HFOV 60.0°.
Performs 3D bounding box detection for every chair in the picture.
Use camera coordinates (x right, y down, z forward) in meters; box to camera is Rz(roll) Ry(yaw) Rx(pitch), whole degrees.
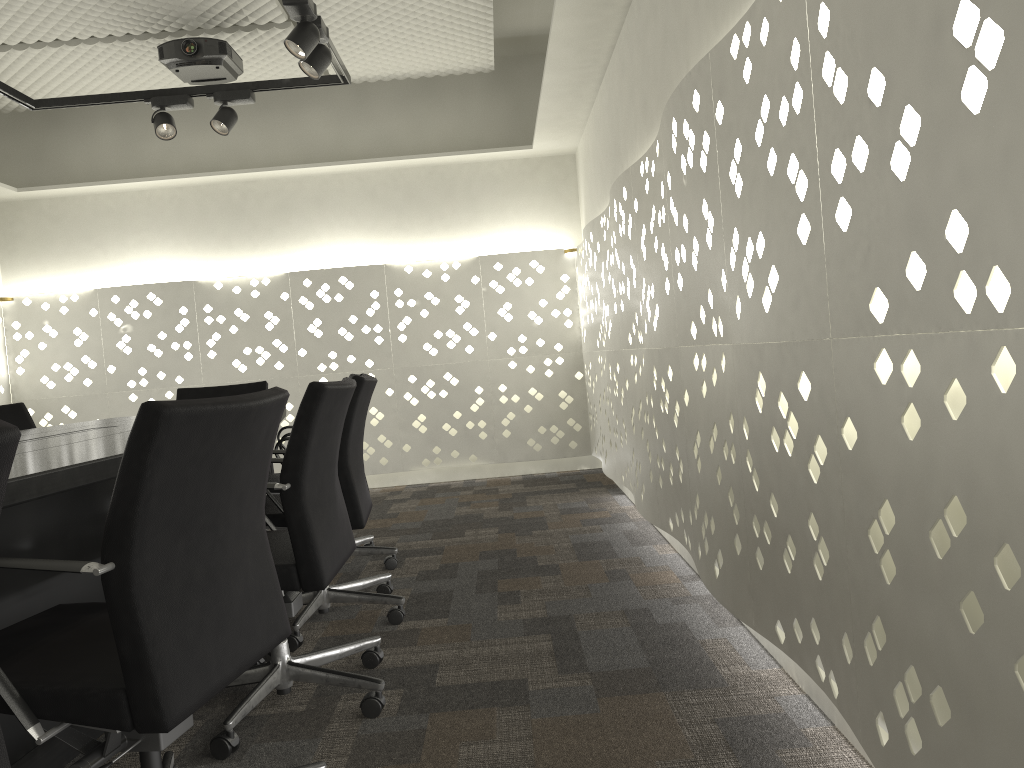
[{"bbox_3d":[-0.715,0.437,0.716,0.579,0.757,0.559,-4,2,19],"label":"chair"},{"bbox_3d":[-0.618,0.407,1.402,0.579,0.757,0.559,-4,2,14],"label":"chair"},{"bbox_3d":[-0.591,0.383,2.076,0.579,0.757,0.559,-5,2,4],"label":"chair"},{"bbox_3d":[-0.763,0.354,3.418,0.579,0.757,0.559,-5,2,-11],"label":"chair"},{"bbox_3d":[-1.832,0.446,3.424,0.579,0.757,0.559,-4,2,19],"label":"chair"},{"bbox_3d":[-1.282,0.384,3.887,0.559,0.757,0.579,-5,2,4],"label":"chair"},{"bbox_3d":[-0.638,0.365,2.744,0.579,0.757,0.559,-5,2,-1],"label":"chair"}]

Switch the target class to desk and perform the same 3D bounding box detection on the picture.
[{"bbox_3d":[-1.278,0.492,2.107,1.223,0.658,3.364,-5,2,-1],"label":"desk"}]

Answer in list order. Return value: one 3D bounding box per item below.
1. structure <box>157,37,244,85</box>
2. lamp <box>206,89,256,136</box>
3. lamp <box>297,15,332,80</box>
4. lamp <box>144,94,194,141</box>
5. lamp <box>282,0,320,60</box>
[{"bbox_3d":[-1.505,-1.567,4.312,0.327,0.144,0.371,-5,2,-1],"label":"structure"},{"bbox_3d":[-1.266,-1.238,4.010,0.214,0.224,0.118,-5,2,-12],"label":"lamp"},{"bbox_3d":[-0.747,-1.261,3.319,0.126,0.224,0.213,-5,2,2],"label":"lamp"},{"bbox_3d":[-1.549,-1.213,3.997,0.213,0.224,0.126,-5,2,2],"label":"lamp"},{"bbox_3d":[-0.744,-1.254,3.096,0.126,0.224,0.213,-5,2,2],"label":"lamp"}]
